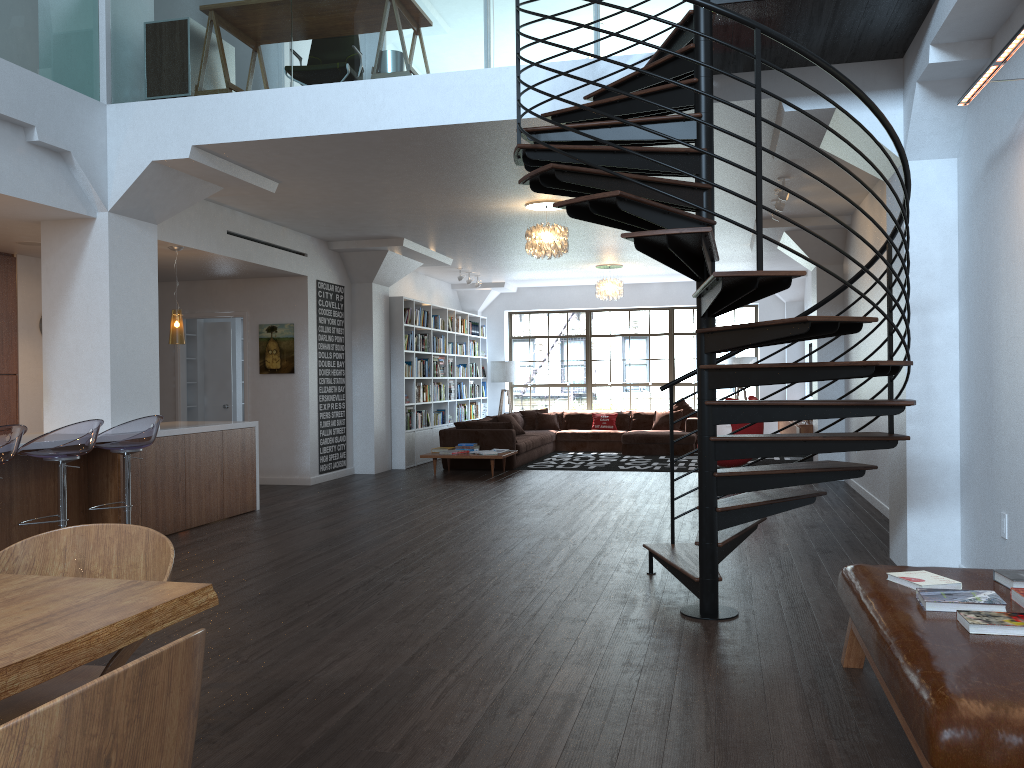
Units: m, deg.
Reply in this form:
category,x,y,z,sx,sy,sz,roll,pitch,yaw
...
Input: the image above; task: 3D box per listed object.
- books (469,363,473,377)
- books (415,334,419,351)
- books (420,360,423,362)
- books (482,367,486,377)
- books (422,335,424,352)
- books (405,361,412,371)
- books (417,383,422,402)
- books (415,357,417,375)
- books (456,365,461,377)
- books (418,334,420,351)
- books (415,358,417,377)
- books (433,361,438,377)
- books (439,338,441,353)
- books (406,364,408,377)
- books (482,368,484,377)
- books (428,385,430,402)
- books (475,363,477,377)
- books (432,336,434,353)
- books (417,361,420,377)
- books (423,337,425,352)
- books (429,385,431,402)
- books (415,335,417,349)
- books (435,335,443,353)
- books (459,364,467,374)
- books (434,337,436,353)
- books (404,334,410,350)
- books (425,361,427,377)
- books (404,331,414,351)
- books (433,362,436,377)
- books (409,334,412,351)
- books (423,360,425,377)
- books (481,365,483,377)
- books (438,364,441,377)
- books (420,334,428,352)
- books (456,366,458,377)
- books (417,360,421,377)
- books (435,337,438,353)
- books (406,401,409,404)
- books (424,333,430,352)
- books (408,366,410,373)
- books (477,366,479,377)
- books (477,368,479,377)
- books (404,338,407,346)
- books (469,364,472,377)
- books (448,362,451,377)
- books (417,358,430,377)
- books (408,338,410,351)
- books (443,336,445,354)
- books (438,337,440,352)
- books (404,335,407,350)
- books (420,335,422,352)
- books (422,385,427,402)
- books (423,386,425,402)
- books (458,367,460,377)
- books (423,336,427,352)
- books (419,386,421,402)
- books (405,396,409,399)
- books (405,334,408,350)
category,x,y,z,sx,sy,sz,roll,pitch,yaw
books,-0.792,-0.247,15.871,0.183,0.253,0.042,-1,0,13
books,-1.468,-0.603,13.050,0.183,0.253,0.042,-1,0,13
books,-1.423,-0.226,13.270,0.182,0.253,0.034,-1,0,13
books,-0.595,-0.233,16.651,0.182,0.215,0.188,-1,0,13
books,-1.416,-0.604,13.284,0.183,0.253,0.042,-1,0,13
books,-1.507,-0.212,12.789,0.140,0.231,0.042,-1,0,13
books,-1.425,0.128,13.198,0.176,0.290,0.053,-1,0,13
books,-1.475,-0.243,12.983,0.176,0.290,0.053,-1,0,13
books,-0.944,-0.218,15.164,0.140,0.206,0.042,-1,0,13
books,-1.453,-0.606,13.135,0.180,0.259,0.042,-1,0,13
books,-1.493,-0.239,12.925,0.197,0.283,0.065,-1,0,13
books,-1.259,-0.232,13.906,0.183,0.253,0.042,-1,0,13
books,-1.216,-0.608,14.078,0.170,0.245,0.057,-1,0,13
books,-1.553,-0.187,12.609,0.134,0.184,0.030,-1,0,13
books,-0.625,-0.230,16.564,0.167,0.210,0.162,-1,0,13
books,-1.339,0.145,13.537,0.160,0.250,0.026,-1,0,13
books,-0.732,-0.249,16.103,0.183,0.253,0.042,-1,0,13
books,-1.292,-0.608,13.714,0.182,0.253,0.034,-1,0,13
books,-1.452,-0.218,13.056,0.174,0.239,0.045,-1,0,13
books,-1.394,-0.590,13.316,0.161,0.223,0.032,-1,0,13
books,-1.329,0.143,13.564,0.183,0.253,0.034,-1,0,13
books,-1.489,-0.593,12.963,0.174,0.236,0.142,-1,0,14
books,-1.189,-0.631,14.203,0.176,0.290,0.053,-1,0,13
books,-0.857,-0.233,15.523,0.140,0.231,0.042,-1,0,13
books,-1.279,-0.602,13.787,0.174,0.239,0.045,-1,0,13
books,-1.551,-0.590,12.625,0.172,0.235,0.112,-1,0,13
books,-1.368,-0.221,13.395,0.174,0.239,0.045,-1,0,13
books,-1.510,-0.619,12.780,0.176,0.290,0.053,-1,0,13
books,-1.275,-0.225,13.794,0.174,0.240,0.054,-1,0,13
books,-1.536,-0.594,12.707,0.174,0.242,0.105,-1,0,13
books,-1.393,-0.227,13.298,0.182,0.253,0.034,-1,0,13
books,-0.631,-0.235,16.500,0.161,0.218,0.101,-1,0,13
books,-1.220,-0.209,14.021,0.161,0.207,0.135,-1,0,13
books,-1.372,-0.622,13.506,0.198,0.284,0.049,-1,0,13
books,-0.987,-0.205,14.989,0.134,0.184,0.029,-1,0,13
books,-1.435,-0.224,13.148,0.159,0.250,0.026,-1,0,13
books,-1.257,-0.610,13.885,0.182,0.253,0.034,-1,0,13
books,-1.582,0.261,12.626,0.197,0.035,0.284,-1,0,3
books,-1.344,-0.625,13.553,0.176,0.291,0.053,-1,0,13
books,-1.516,-0.178,12.704,0.120,0.167,0.020,-1,0,13
books,-0.691,-0.226,16.244,0.161,0.207,0.135,-1,0,13
books,-0.712,-0.240,16.191,0.174,0.236,0.142,-1,0,13
books,-1.584,-0.562,12.490,0.161,0.182,0.170,-1,0,13
books,-0.808,-0.239,15.760,0.174,0.240,0.054,-1,0,13
books,-1.095,-0.236,14.554,0.174,0.251,0.051,-1,0,13
books,-1.343,-0.247,13.529,0.176,0.294,0.102,-1,0,13
books,-1.551,-0.593,12.670,0.172,0.239,0.093,-1,0,13
books,-1.179,-0.628,14.263,0.197,0.283,0.065,-1,0,13
books,-1.227,-0.609,14.038,0.159,0.250,0.026,-1,0,13
books,-1.571,-0.581,12.567,0.161,0.218,0.101,-1,0,13
books,-1.430,-0.600,13.211,0.171,0.246,0.039,-1,0,13
books,-1.373,0.145,13.400,0.183,0.253,0.034,-1,0,13
books,-1.389,0.149,13.320,0.171,0.246,0.057,-1,0,13
books,-0.951,-0.197,15.080,0.120,0.167,0.019,-1,0,13
books,-1.380,-0.599,13.391,0.174,0.240,0.054,-1,0,13
books,-1.441,0.150,13.117,0.171,0.246,0.057,-1,0,13
books,-1.586,0.194,12.622,0.174,0.032,0.254,-1,0,8
books,-1.561,-0.588,12.595,0.152,0.232,0.104,-1,0,13
